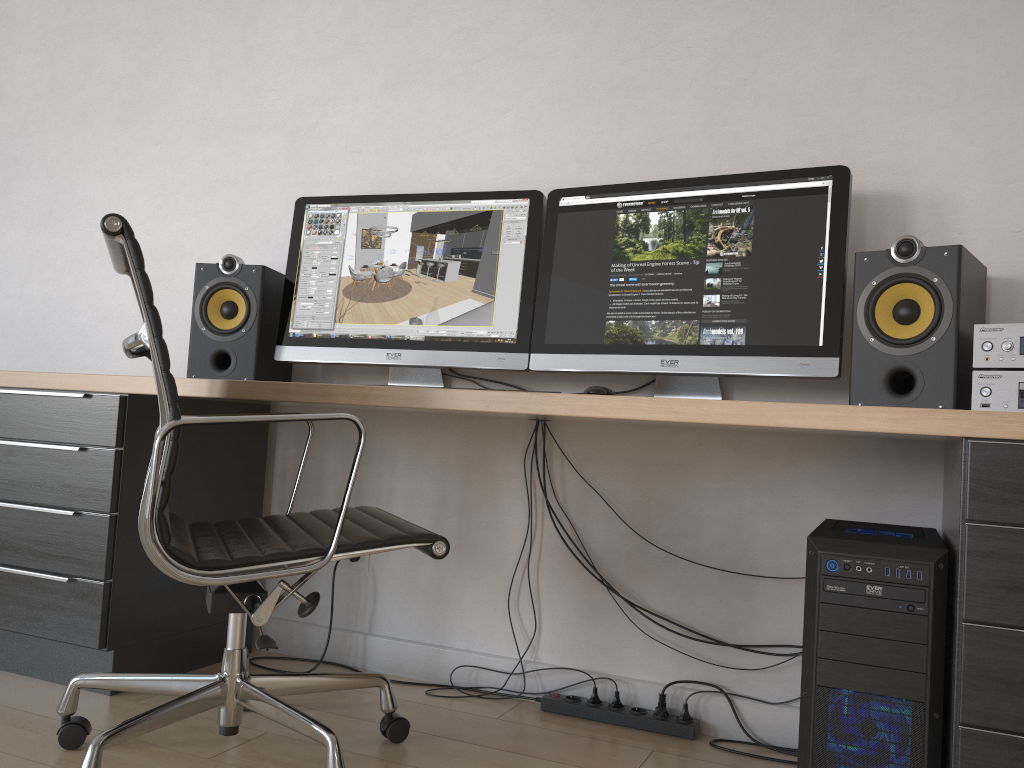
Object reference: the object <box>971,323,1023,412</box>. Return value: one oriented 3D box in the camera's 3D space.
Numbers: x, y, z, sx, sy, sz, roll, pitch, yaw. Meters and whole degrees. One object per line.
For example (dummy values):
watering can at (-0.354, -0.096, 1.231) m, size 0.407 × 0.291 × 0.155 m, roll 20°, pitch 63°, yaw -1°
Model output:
object at (1.041, -0.012, 1.652) m, size 0.285 × 0.174 × 0.270 m, roll 1°, pitch -4°, yaw 38°

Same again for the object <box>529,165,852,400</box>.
object at (0.396, -0.210, 2.054) m, size 0.716 × 0.535 × 0.190 m, roll 2°, pitch -3°, yaw 28°

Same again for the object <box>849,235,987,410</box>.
object at (0.832, -0.106, 1.814) m, size 0.198 × 0.354 × 0.249 m, roll 1°, pitch -4°, yaw 38°

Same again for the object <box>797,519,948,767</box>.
object at (0.667, 0.540, 1.643) m, size 0.215 × 0.527 × 0.474 m, roll 2°, pitch -3°, yaw 23°

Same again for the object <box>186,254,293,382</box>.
object at (-0.751, -0.166, 2.489) m, size 0.198 × 0.354 × 0.249 m, roll 3°, pitch -3°, yaw 8°

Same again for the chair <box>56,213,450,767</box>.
chair at (-0.508, 0.241, 1.767) m, size 0.699 × 0.991 × 0.664 m, roll 4°, pitch -3°, yaw -16°
